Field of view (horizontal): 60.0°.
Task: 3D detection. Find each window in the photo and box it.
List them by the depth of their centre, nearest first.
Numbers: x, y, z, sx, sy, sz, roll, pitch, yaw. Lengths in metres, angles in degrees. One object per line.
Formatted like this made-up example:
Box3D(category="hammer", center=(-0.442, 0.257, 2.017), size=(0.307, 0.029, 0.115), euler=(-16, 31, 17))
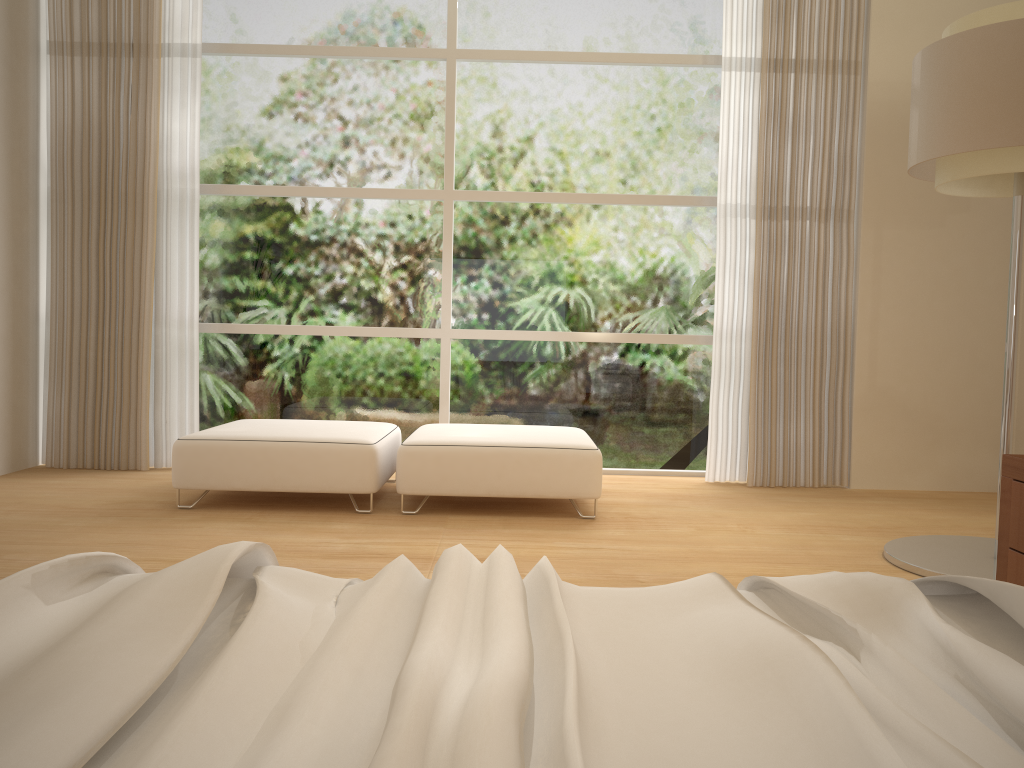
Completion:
Box3D(category="window", center=(-0.388, -1.152, 5.420), size=(4.781, 3.371, 0.071), euler=(1, 3, 0))

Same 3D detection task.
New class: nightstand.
Box3D(category="nightstand", center=(1.572, 0.573, 0.329), size=(0.493, 0.539, 4.220), euler=(1, 3, 0))

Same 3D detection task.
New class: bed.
Box3D(category="bed", center=(0.155, 0.527, 0.275), size=(2.535, 0.570, 2.599), euler=(1, 3, 0))

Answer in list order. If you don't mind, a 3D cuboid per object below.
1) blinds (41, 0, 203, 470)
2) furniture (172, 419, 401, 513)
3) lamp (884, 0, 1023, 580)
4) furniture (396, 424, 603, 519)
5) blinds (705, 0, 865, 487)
Box3D(category="blinds", center=(-2.292, -1.176, 5.165), size=(0.950, 3.352, 0.211), euler=(1, 3, -1))
Box3D(category="furniture", center=(-1.094, 0.390, 4.531), size=(0.965, 0.346, 0.964), euler=(1, 3, 0))
Box3D(category="lamp", center=(1.878, -0.312, 3.316), size=(0.817, 2.018, 0.817), euler=(4, 4, 43))
Box3D(category="furniture", center=(-0.059, 0.415, 4.530), size=(0.965, 0.346, 0.964), euler=(1, 3, 0))
Box3D(category="blinds", center=(1.590, -1.079, 5.111), size=(0.814, 3.351, 0.202), euler=(1, 3, -1))
